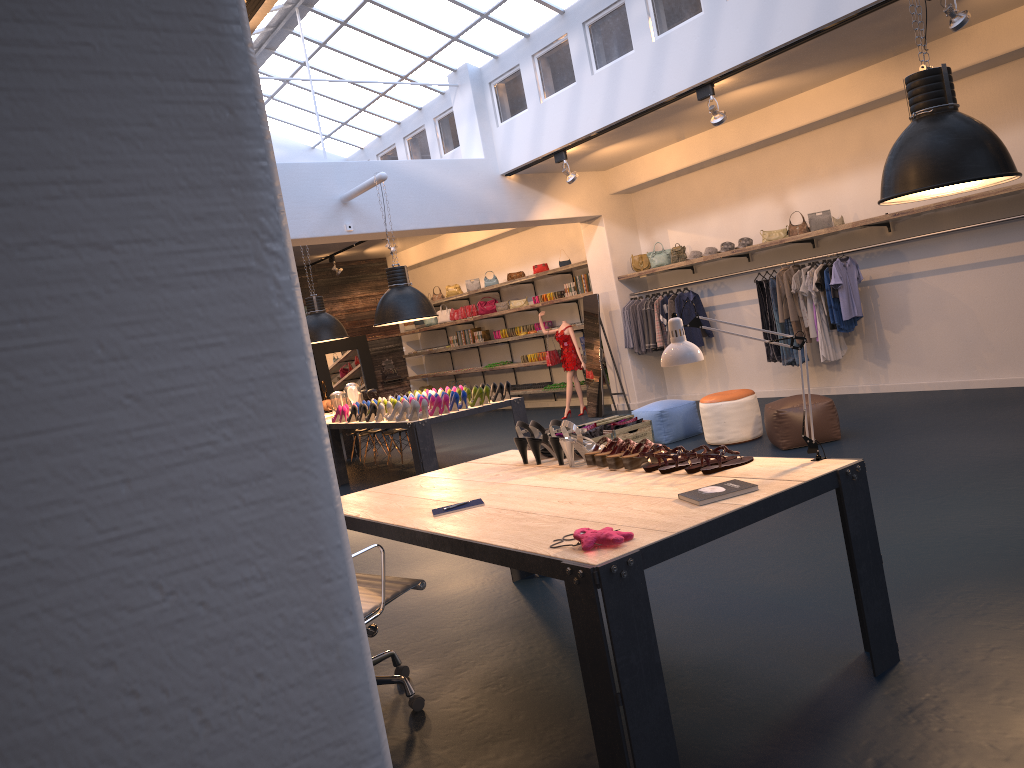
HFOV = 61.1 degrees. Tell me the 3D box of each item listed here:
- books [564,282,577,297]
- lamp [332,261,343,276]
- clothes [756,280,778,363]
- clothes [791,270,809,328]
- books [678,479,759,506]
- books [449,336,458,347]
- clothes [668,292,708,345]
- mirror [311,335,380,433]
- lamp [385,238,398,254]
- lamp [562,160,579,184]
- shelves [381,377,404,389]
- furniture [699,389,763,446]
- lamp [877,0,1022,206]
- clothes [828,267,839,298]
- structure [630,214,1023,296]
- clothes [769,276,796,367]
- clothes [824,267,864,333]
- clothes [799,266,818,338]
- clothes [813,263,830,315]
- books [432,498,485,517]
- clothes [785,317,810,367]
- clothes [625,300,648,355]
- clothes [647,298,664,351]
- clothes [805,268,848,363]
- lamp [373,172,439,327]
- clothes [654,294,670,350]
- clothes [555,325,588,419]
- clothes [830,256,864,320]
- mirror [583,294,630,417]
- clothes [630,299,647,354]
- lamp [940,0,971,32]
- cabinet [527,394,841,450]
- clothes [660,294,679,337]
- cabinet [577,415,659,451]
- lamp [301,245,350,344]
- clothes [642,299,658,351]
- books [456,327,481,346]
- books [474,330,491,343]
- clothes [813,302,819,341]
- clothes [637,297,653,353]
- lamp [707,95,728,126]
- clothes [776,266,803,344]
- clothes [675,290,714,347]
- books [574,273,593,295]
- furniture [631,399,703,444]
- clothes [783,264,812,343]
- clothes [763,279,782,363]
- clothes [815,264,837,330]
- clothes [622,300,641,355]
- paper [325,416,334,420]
[{"bbox_3d":[0.996,-1.517,13.871,0.196,0.210,0.291,-11,3,-33],"label":"books"},{"bbox_3d":[-3.422,-2.245,16.978,0.236,0.327,0.184,-10,2,8],"label":"lamp"},{"bbox_3d":[3.154,-0.775,10.748,0.250,1.047,0.135,-11,2,-36],"label":"clothes"},{"bbox_3d":[3.494,-1.014,10.182,0.597,0.685,0.107,-12,2,-37],"label":"clothes"},{"bbox_3d":[0.705,0.370,2.973,0.240,0.017,0.168,-11,3,-18],"label":"books"},{"bbox_3d":[-1.092,-0.863,17.352,0.196,0.210,0.291,-11,3,-33],"label":"books"},{"bbox_3d":[2.367,-0.884,11.945,0.765,0.735,0.159,-12,2,-37],"label":"clothes"},{"bbox_3d":[-3.403,-0.002,18.108,1.257,1.916,0.245,-11,2,-36],"label":"mirror"},{"bbox_3d":[-2.080,-2.360,14.934,0.236,0.327,0.184,-10,2,8],"label":"lamp"},{"bbox_3d":[0.697,-2.599,10.693,0.247,0.327,0.176,-10,2,-8],"label":"lamp"},{"bbox_3d":[-2.568,-0.020,18.708,0.491,0.157,0.225,-12,3,-36],"label":"shelves"},{"bbox_3d":[2.148,0.317,8.522,0.628,0.480,0.533,-11,3,-32],"label":"furniture"},{"bbox_3d":[2.039,-1.777,4.343,0.657,1.645,0.743,-9,2,24],"label":"lamp"},{"bbox_3d":[3.700,-1.146,9.794,0.496,0.371,0.127,-12,2,-37],"label":"clothes"},{"bbox_3d":[3.920,-1.493,9.419,0.042,0.039,7.985,-11,4,-33],"label":"structure"},{"bbox_3d":[3.269,-0.758,10.508,0.144,1.135,0.250,-9,2,37],"label":"clothes"},{"bbox_3d":[3.750,-0.964,9.828,0.531,0.769,0.115,-11,2,-37],"label":"clothes"},{"bbox_3d":[3.550,-0.968,10.116,0.556,0.831,0.130,-11,2,-33],"label":"clothes"},{"bbox_3d":[3.639,-1.093,9.951,0.566,0.585,0.071,-12,2,-36],"label":"clothes"},{"bbox_3d":[-0.221,0.498,3.536,0.214,0.018,0.131,-11,3,-15],"label":"books"},{"bbox_3d":[3.371,-0.775,10.505,0.222,1.135,0.216,-11,1,-27],"label":"clothes"},{"bbox_3d":[1.846,-0.829,12.657,0.589,0.814,0.112,-11,2,-36],"label":"clothes"},{"bbox_3d":[2.146,-0.858,12.249,0.713,0.753,0.118,-11,2,-34],"label":"clothes"},{"bbox_3d":[3.647,-0.812,10.035,0.544,1.108,0.119,-11,2,-37],"label":"clothes"},{"bbox_3d":[-1.302,-1.489,9.436,0.762,1.645,0.638,-11,2,-43],"label":"lamp"},{"bbox_3d":[2.227,-0.863,12.156,0.734,0.796,0.161,-12,2,-36],"label":"clothes"},{"bbox_3d":[0.901,-0.195,13.177,0.318,1.384,0.501,-9,2,43],"label":"clothes"},{"bbox_3d":[3.785,-1.082,9.731,0.597,0.699,0.113,-12,2,-37],"label":"clothes"},{"bbox_3d":[1.267,-0.431,12.724,0.568,1.764,0.462,-11,2,-35],"label":"mirror"},{"bbox_3d":[1.946,-0.850,12.572,0.575,0.800,0.173,-12,2,-40],"label":"clothes"},{"bbox_3d":[3.370,-2.829,6.629,0.236,0.327,0.184,-10,2,8],"label":"lamp"},{"bbox_3d":[1.551,0.453,7.388,2.989,0.548,0.696,-11,3,-23],"label":"cabinet"},{"bbox_3d":[2.282,-0.858,12.071,0.614,0.794,0.113,-11,2,-35],"label":"clothes"},{"bbox_3d":[0.902,0.573,7.258,0.512,0.548,0.510,-11,3,-35],"label":"cabinet"},{"bbox_3d":[-2.672,-1.371,11.521,0.702,1.645,0.699,-10,1,2],"label":"lamp"},{"bbox_3d":[2.097,-0.854,12.324,0.713,0.753,0.118,-11,2,-34],"label":"clothes"},{"bbox_3d":[-0.833,-0.929,17.006,0.260,0.288,0.586,-11,3,-35],"label":"books"},{"bbox_3d":[-0.568,-0.912,16.636,0.198,0.213,0.302,-11,3,-35],"label":"books"},{"bbox_3d":[3.597,-0.881,10.077,0.359,0.876,0.085,-11,2,-35],"label":"clothes"},{"bbox_3d":[2.028,-0.857,12.448,0.575,0.800,0.173,-12,2,-40],"label":"clothes"},{"bbox_3d":[2.048,-2.716,8.643,0.176,0.327,0.247,-10,2,12],"label":"lamp"},{"bbox_3d":[3.377,-0.943,10.387,0.567,0.946,0.168,-11,2,-39],"label":"clothes"},{"bbox_3d":[2.449,-0.881,11.822,0.734,0.796,0.161,-12,2,-36],"label":"clothes"},{"bbox_3d":[1.255,-1.583,13.525,0.260,0.288,0.586,-11,3,-35],"label":"books"},{"bbox_3d":[1.653,0.386,9.332,0.705,0.423,0.593,-12,3,-36],"label":"furniture"},{"bbox_3d":[3.428,-0.947,10.299,0.567,0.946,0.168,-11,2,-39],"label":"clothes"},{"bbox_3d":[3.246,-0.781,10.638,0.250,1.047,0.135,-11,2,-36],"label":"clothes"},{"bbox_3d":[3.681,-1.003,9.902,0.610,0.751,0.127,-11,2,-34],"label":"clothes"},{"bbox_3d":[1.812,-0.827,12.708,0.589,0.814,0.112,-11,2,-36],"label":"clothes"},{"bbox_3d":[-2.327,0.430,11.124,0.328,0.014,0.735,-9,3,9],"label":"paper"}]
